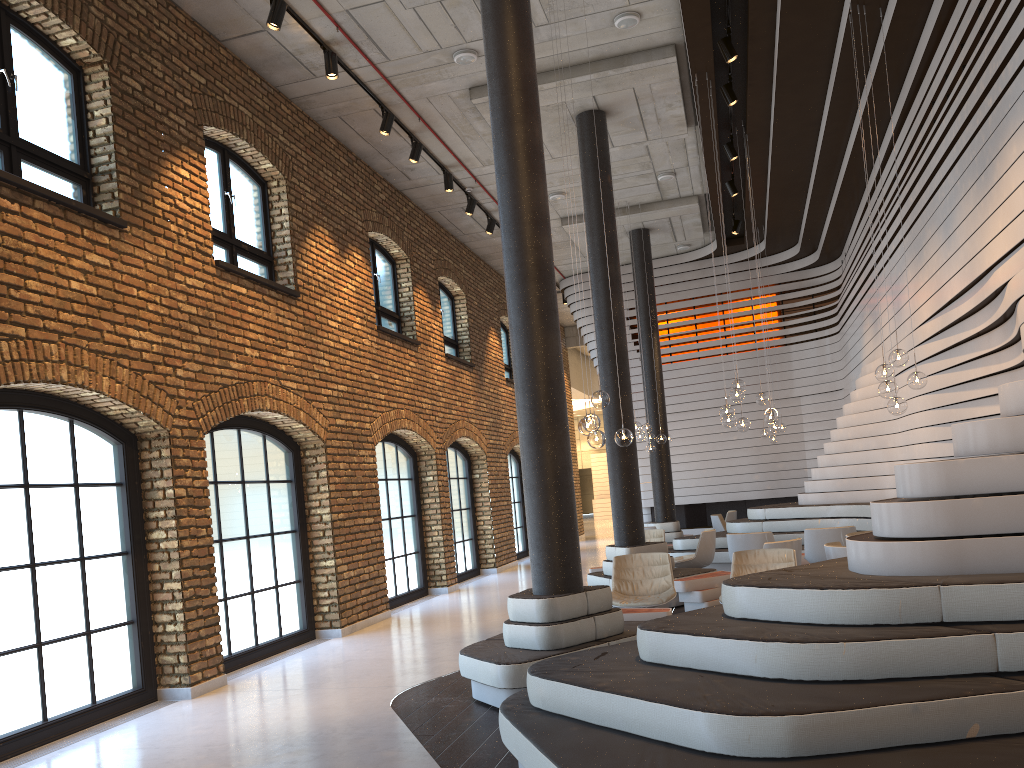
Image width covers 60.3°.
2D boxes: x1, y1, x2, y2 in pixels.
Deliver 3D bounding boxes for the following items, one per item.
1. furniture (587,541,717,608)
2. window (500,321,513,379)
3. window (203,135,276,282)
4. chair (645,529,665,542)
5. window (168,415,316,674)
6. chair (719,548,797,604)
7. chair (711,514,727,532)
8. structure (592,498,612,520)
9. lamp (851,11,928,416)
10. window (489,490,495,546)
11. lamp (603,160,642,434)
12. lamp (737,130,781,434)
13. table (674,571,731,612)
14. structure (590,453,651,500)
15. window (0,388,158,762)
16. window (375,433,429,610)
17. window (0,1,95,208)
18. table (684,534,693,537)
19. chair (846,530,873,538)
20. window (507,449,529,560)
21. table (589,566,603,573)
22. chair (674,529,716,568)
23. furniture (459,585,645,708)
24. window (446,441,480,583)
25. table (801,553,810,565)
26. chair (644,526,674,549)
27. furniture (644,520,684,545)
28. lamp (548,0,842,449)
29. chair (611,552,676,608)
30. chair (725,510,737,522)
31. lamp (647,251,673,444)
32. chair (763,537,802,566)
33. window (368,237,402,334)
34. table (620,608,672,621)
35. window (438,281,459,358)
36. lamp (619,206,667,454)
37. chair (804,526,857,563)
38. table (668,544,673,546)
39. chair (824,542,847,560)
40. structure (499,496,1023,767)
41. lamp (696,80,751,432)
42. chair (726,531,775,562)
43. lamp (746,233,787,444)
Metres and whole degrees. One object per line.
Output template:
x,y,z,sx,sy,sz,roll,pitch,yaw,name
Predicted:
1.756,2.293,10.761,1.268,0.719,1.792,-4,-6,-15,furniture
-0.274,-0.710,19.266,0.126,1.446,1.571,-5,-4,14,window
-2.914,-1.743,9.073,0.126,1.446,1.571,-5,-4,14,window
1.887,2.490,12.626,0.664,0.764,0.706,-7,-4,32,chair
-2.713,1.574,9.041,0.131,2.526,2.355,-5,-4,14,window
2.177,1.849,7.684,0.663,0.764,0.707,-7,-4,31,chair
3.958,2.702,15.810,0.715,0.764,0.655,-6,-4,19,chair
5.206,4.889,34.796,2.543,0.893,7.567,-4,-7,-8,structure
3.300,-2.048,8.049,0.528,4.699,0.336,-5,-1,-24,lamp
0.675,3.162,24.226,2.071,2.521,4.660,-4,-6,-22,window
1.342,-1.421,12.272,0.545,4.660,0.294,-5,-1,0,lamp
3.222,-1.656,11.739,0.294,4.660,0.544,-5,-1,9,lamp
2.193,2.297,9.705,0.899,0.369,0.419,0,-6,-38,table
5.495,4.159,37.078,4.557,2.854,5.821,-6,-6,14,structure
-3.424,1.295,6.294,0.131,2.526,2.355,-5,-4,14,window
-1.764,1.945,12.705,0.131,2.526,2.355,-5,-4,14,window
-3.625,-2.022,6.326,0.126,1.446,1.571,-5,-4,14,window
3.046,3.150,17.166,0.903,0.369,0.417,-4,-4,-7,table
3.698,1.836,8.674,0.651,0.764,0.720,-3,-4,-31,chair
-0.073,2.607,19.234,0.131,2.526,2.355,-5,-4,14,window
1.520,2.632,11.906,0.908,0.369,0.415,-6,-4,8,table
2.373,2.330,11.686,0.715,0.764,0.656,-6,-4,18,chair
0.265,1.929,6.766,1.758,0.719,1.293,0,-8,-40,furniture
-2.072,2.976,20.758,2.174,2.517,13.012,-4,-7,-16,window
3.591,2.366,11.257,0.410,0.369,0.919,-1,-7,-43,table
2.258,2.638,14.075,0.704,0.764,0.665,-2,-5,-38,chair
2.566,2.882,16.069,1.279,0.719,1.777,-6,-6,10,furniture
0.623,-2.419,2.331,9.082,4.594,41.962,-7,-7,14,lamp
1.242,2.022,8.400,0.660,0.764,0.710,-6,-4,15,chair
3.993,2.842,16.964,0.715,0.764,0.656,-6,-4,17,chair
2.751,-0.891,17.546,0.540,4.614,0.278,-5,-1,-26,lamp
2.626,1.975,9.020,0.651,0.764,0.720,-3,-5,-35,chair
-1.965,-1.372,12.736,0.126,1.446,1.571,-5,-4,14,window
0.960,2.154,7.669,0.911,0.369,0.413,-7,-5,17,table
-1.253,-1.093,15.484,0.126,1.446,1.571,-5,-4,14,window
2.142,-1.130,14.733,0.540,4.614,0.278,-5,-1,-24,lamp
3.739,2.032,10.273,0.662,0.764,0.708,-7,-4,22,chair
2.535,2.902,14.803,0.913,0.369,0.412,-8,-5,22,table
3.171,1.774,7.799,0.714,0.764,0.656,-6,-4,14,chair
4.153,2.044,11.320,5.796,0.923,18.255,-6,-7,10,structure
2.338,-1.799,10.026,0.312,4.726,0.658,-6,-1,23,lamp
2.943,2.141,10.576,0.664,0.764,0.706,-8,-5,34,chair
4.648,-1.216,16.296,0.551,4.660,0.291,-6,-1,40,lamp
